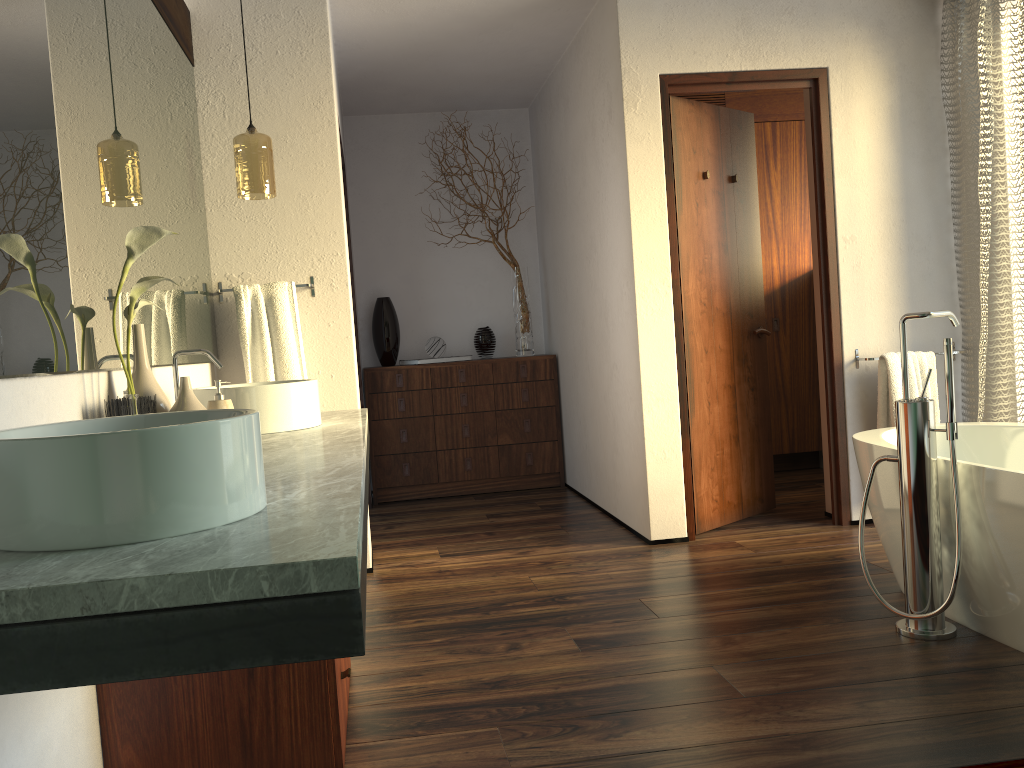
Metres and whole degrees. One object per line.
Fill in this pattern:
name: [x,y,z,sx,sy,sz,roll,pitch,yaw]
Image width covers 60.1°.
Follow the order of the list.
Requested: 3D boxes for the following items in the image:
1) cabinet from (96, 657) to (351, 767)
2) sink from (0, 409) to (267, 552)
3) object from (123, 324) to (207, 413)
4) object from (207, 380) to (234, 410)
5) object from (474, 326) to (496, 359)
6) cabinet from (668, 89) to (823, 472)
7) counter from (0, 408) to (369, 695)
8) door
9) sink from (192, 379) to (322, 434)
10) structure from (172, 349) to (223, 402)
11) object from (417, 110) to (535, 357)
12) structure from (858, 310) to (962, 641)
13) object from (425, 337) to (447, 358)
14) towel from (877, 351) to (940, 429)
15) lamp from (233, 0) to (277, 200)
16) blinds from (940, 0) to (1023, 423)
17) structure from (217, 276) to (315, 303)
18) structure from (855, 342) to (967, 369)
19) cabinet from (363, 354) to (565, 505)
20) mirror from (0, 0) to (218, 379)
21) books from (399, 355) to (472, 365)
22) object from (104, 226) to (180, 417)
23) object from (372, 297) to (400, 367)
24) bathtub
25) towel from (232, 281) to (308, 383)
cabinet: [-0.662,0.541,2.182,0.509,0.599,0.663,-4,3,-8]
sink: [-0.515,0.116,1.182,0.356,0.131,0.359,-4,3,-5]
object: [-0.818,0.008,2.081,0.244,0.305,0.118,-3,3,20]
object: [-0.709,0.068,2.155,0.069,0.158,0.072,-5,3,-25]
object: [-0.166,-0.255,5.445,0.142,0.200,0.135,-2,3,37]
cabinet: [1.150,-0.626,5.275,1.475,2.363,0.361,-4,3,-6]
counter: [-0.618,0.201,1.971,0.583,0.101,2.273,-5,3,-9]
door: [0.997,-0.341,3.967,0.726,1.947,0.467,-4,3,-7]
sink: [-0.728,0.065,2.523,0.350,0.131,0.365,-6,3,-30]
structure: [-0.890,0.024,2.475,0.164,0.242,0.066,-4,3,-3]
object: [-0.239,-0.871,5.304,0.845,1.450,0.714,-2,3,36]
structure: [1.118,0.250,2.505,0.282,0.897,0.239,-2,3,32]
object: [-0.466,-0.225,5.415,0.130,0.131,0.132,-5,3,-12]
towel: [1.676,0.180,3.744,0.256,0.637,0.157,-5,3,-25]
lamp: [-0.950,-1.108,3.175,0.142,0.867,0.135,-2,3,35]
blinds: [2.048,-0.569,2.763,0.180,2.336,2.139,-4,3,-9]
structure: [-0.963,-0.373,3.464,0.367,0.088,0.103,-4,3,-6]
structure: [1.702,-0.122,3.765,0.450,0.088,0.103,-4,3,-6]
cabinet: [-0.304,0.260,5.408,1.133,0.800,0.405,-4,3,-6]
mirror: [-0.885,-0.583,1.447,0.017,1.152,4.105,-4,3,-9]
books: [-0.414,-0.150,5.430,0.486,0.034,0.252,-6,3,-32]
object: [-0.844,-0.087,1.995,0.184,0.504,0.248,-6,3,-30]
object: [-0.766,-0.317,5.378,0.171,0.417,0.170,-4,3,5]
bathtub: [1.605,0.426,2.477,0.760,0.485,1.631,-5,3,-9]
towel: [-0.923,-0.073,3.417,0.260,0.636,0.159,-4,3,11]
